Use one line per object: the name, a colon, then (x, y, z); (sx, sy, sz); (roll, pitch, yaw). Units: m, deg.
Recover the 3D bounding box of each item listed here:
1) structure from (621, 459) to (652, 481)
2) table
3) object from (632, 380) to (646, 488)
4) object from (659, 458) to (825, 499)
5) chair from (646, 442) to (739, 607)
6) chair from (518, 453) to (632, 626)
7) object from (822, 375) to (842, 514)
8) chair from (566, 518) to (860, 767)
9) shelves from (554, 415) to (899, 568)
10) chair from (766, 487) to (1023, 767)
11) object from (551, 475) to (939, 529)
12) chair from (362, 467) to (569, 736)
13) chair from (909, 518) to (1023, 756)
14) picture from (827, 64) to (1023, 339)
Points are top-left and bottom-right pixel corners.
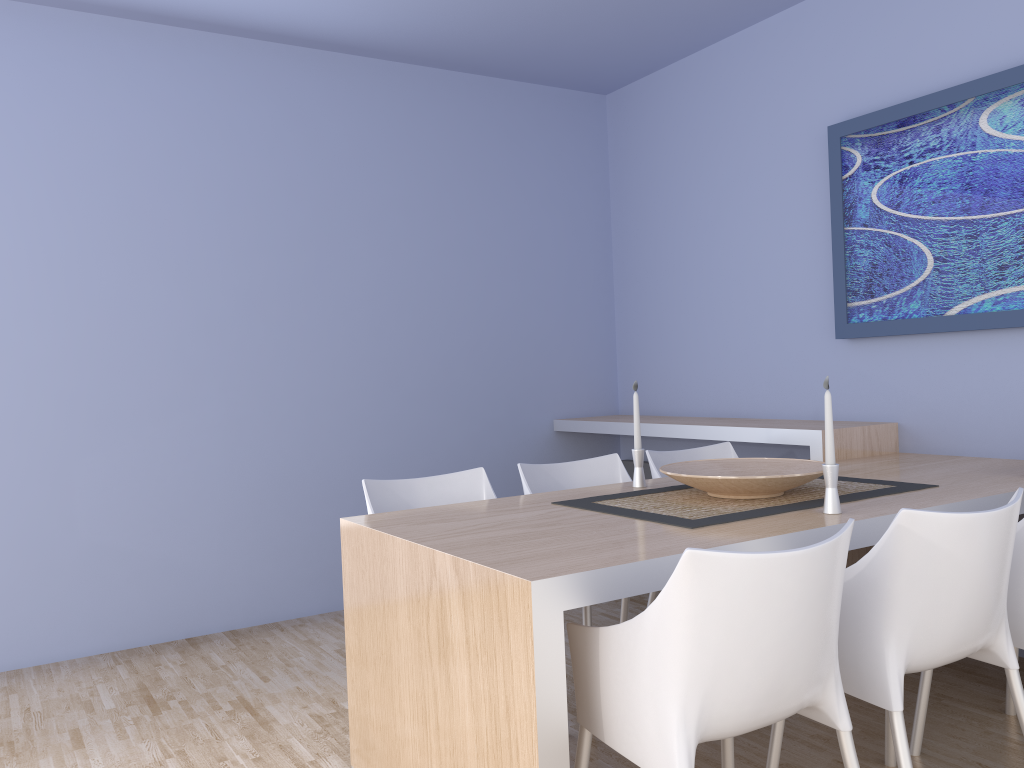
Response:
structure: (1.642, 0.661, 3.435); (0.064, 0.503, 3.843); (-3, 1, -31)
table: (0.789, 0.681, 2.678); (2.340, 0.718, 1.002); (-3, 1, -31)
object: (0.408, 0.160, 2.888); (0.045, 0.349, 0.045); (-2, 1, 10)
object: (0.686, 0.283, 2.615); (0.493, 0.081, 0.493); (-3, 1, -13)
chair: (0.800, 0.636, 3.354); (0.510, 0.793, 0.486); (-3, 1, -31)
chair: (0.310, 0.660, 3.057); (0.510, 0.793, 0.486); (-3, 1, -31)
object: (0.802, 0.151, 2.238); (0.045, 0.349, 0.045); (-3, 1, -31)
chair: (0.414, 0.670, 1.778); (0.510, 0.793, 0.486); (-3, 1, -31)
shelves: (1.449, 0.585, 3.398); (0.463, 0.840, 3.901); (-3, 1, -31)
chair: (0.922, 0.645, 2.087); (0.510, 0.793, 0.486); (-3, 1, -31)
object: (0.688, 0.325, 2.611); (0.986, 0.005, 0.594); (-3, 1, -32)
chair: (-0.181, 0.684, 2.759); (0.510, 0.793, 0.486); (-3, 1, -31)
chair: (1.424, 0.621, 2.391); (0.510, 0.793, 0.486); (-3, 1, -31)
picture: (1.699, -0.649, 3.237); (0.049, 0.901, 1.252); (-3, 1, -31)
